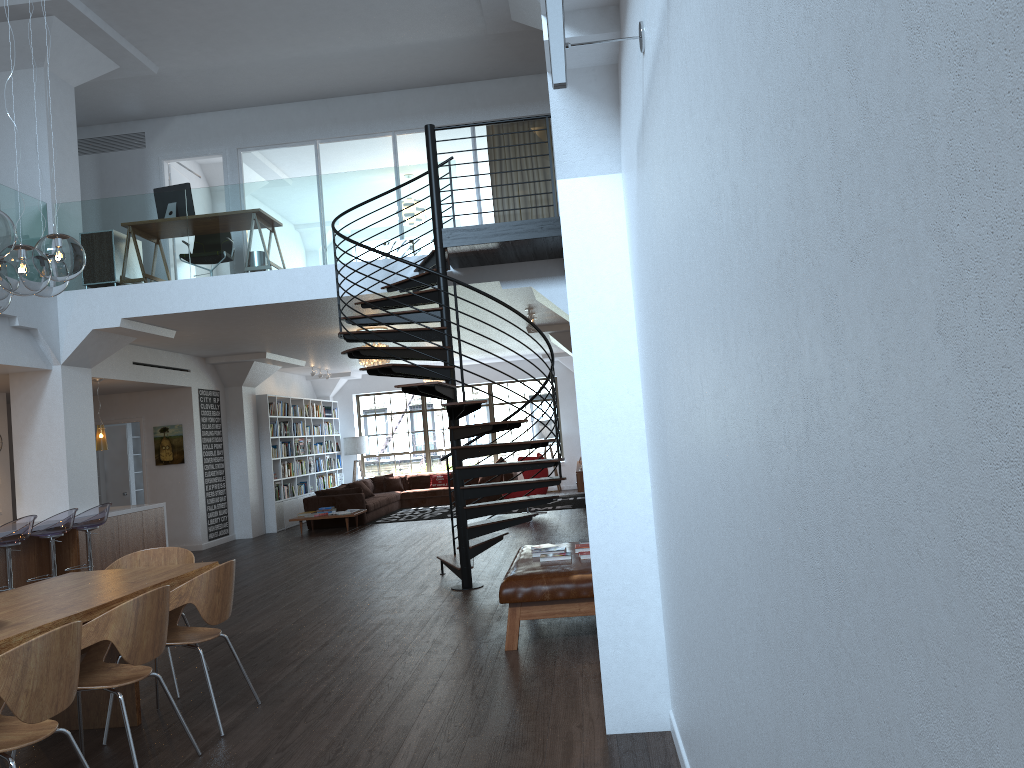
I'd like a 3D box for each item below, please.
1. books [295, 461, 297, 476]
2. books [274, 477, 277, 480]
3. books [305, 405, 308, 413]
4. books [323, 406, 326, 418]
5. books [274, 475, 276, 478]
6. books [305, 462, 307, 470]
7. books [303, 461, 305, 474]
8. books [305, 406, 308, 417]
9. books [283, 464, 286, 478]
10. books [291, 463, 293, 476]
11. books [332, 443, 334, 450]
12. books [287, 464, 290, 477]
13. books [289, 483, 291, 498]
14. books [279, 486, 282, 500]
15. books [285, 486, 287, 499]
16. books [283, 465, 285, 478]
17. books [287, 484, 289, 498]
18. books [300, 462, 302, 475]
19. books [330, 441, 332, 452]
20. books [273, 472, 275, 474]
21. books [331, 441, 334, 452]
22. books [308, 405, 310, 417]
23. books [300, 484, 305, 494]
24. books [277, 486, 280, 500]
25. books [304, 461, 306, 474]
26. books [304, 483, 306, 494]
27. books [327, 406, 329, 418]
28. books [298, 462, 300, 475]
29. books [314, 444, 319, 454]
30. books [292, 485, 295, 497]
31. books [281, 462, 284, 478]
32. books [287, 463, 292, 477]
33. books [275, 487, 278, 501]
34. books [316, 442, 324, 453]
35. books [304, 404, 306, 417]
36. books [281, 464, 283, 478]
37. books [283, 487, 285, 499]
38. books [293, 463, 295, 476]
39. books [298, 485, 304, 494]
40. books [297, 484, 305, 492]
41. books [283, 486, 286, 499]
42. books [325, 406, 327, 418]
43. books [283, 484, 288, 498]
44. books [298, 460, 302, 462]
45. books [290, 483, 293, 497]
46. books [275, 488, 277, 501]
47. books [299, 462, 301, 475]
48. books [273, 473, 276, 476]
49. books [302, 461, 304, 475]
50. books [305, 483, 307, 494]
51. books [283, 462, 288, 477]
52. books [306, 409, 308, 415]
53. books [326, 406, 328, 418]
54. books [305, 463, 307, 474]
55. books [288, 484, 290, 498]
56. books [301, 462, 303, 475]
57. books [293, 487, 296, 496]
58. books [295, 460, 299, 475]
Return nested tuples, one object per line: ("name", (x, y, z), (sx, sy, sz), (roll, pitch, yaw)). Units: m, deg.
("books", (-4.181, 1.604, 16.817), (0.198, 0.284, 0.066), (-5, -3, 4))
("books", (-4.281, 1.677, 15.691), (0.197, 0.035, 0.284), (-5, -3, -6))
("books", (-4.195, 0.553, 17.883), (0.160, 0.251, 0.031), (-5, -3, 4))
("books", (-4.111, 0.607, 19.085), (0.183, 0.253, 0.042), (-5, -3, 4))
("books", (-4.283, 1.643, 15.693), (0.197, 0.033, 0.284), (-4, -3, -21))
("books", (-4.129, 1.660, 17.449), (0.168, 0.231, 0.037), (-5, -3, 4))
("books", (-4.132, 1.642, 17.288), (0.160, 0.250, 0.026), (-5, -3, 4))
("books", (-4.202, 0.554, 17.747), (0.174, 0.236, 0.136), (-5, -3, 4))
("books", (-4.225, 1.594, 16.204), (0.171, 0.246, 0.057), (-5, -3, 4))
("books", (-4.196, 1.607, 16.561), (0.183, 0.253, 0.034), (-5, -3, 4))
("books", (-3.993, 1.394, 19.427), (0.161, 0.207, 0.135), (-5, -3, 4))
("books", (-4.206, 1.603, 16.412), (0.171, 0.246, 0.057), (-5, -3, 4))
("books", (-4.183, 1.972, 16.361), (0.180, 0.259, 0.042), (-5, -3, 4))
("books", (-4.221, 1.952, 15.851), (0.180, 0.251, 0.048), (-5, -3, 4))
("books", (-4.192, 1.979, 16.139), (0.161, 0.223, 0.033), (-5, -3, 4))
("books", (-4.232, 1.594, 16.158), (0.159, 0.241, 0.038), (-5, -3, 4))
("books", (-4.184, 1.975, 16.281), (0.171, 0.246, 0.039), (-5, -3, 4))
("books", (-4.151, 1.640, 17.124), (0.174, 0.240, 0.045), (-5, -3, 4))
("books", (-4.014, 1.364, 19.283), (0.183, 0.253, 0.042), (-5, -3, 4))
("books", (-4.290, 1.582, 15.696), (0.144, 0.025, 0.204), (-5, -3, -6))
("books", (-4.007, 1.378, 19.372), (0.174, 0.236, 0.142), (-5, -3, 4))
("books", (-4.186, 0.555, 17.948), (0.160, 0.251, 0.039), (-5, -3, 4))
("books", (-4.101, 2.045, 17.200), (0.139, 0.191, 0.036), (-5, -3, 4))
("books", (-4.228, 1.947, 15.769), (0.183, 0.253, 0.042), (-5, -3, 4))
("books", (-4.137, 1.644, 17.344), (0.183, 0.253, 0.034), (-5, -3, 4))
("books", (-4.094, 2.042, 17.259), (0.146, 0.202, 0.027), (-5, -3, 4))
("books", (-4.084, 0.617, 19.301), (0.183, 0.253, 0.042), (-5, -3, 4))
("books", (-4.159, 1.626, 16.969), (0.183, 0.253, 0.034), (-5, -3, 4))
("books", (-4.076, 1.341, 18.322), (0.140, 0.206, 0.042), (-5, -3, 4))
("books", (-4.163, 1.992, 16.536), (0.174, 0.236, 0.142), (-5, -3, 4))
("books", (-4.220, 1.560, 16.068), (0.140, 0.298, 0.044), (-5, -3, 4))
("books", (-4.202, 1.604, 16.494), (0.183, 0.253, 0.034), (-5, -3, 4))
("books", (-4.226, 1.948, 15.656), (0.174, 0.240, 0.054), (-5, -3, 4))
("books", (-4.047, 1.346, 18.690), (0.140, 0.231, 0.042), (-5, -3, 4))
("books", (-4.209, 0.540, 17.661), (0.183, 0.253, 0.042), (-5, -3, 4))
("books", (-4.239, 1.584, 16.018), (0.189, 0.247, 0.057), (-5, -3, 4))
("books", (-4.195, 1.975, 16.052), (0.161, 0.223, 0.032), (-5, -3, 4))
("books", (-4.184, 1.611, 16.663), (0.183, 0.253, 0.034), (-5, -3, 4))
("books", (-4.101, 2.050, 17.170), (0.128, 0.178, 0.021), (-5, -3, 4))
("books", (-4.105, 2.041, 17.233), (0.146, 0.202, 0.027), (-5, -3, 4))
("books", (-4.202, 1.974, 16.097), (0.176, 0.231, 0.053), (-5, -3, 4))
("books", (-4.102, 0.609, 19.128), (0.183, 0.253, 0.042), (-5, -3, 4))
("books", (-4.193, 1.967, 16.209), (0.183, 0.253, 0.042), (-5, -3, 4))
("books", (-4.146, 1.619, 17.199), (0.176, 0.290, 0.036), (-5, -3, 4))
("books", (-4.170, 1.979, 16.446), (0.183, 0.253, 0.042), (-5, -3, 4))
("books", (-4.230, 1.954, 15.613), (0.161, 0.223, 0.032), (-5, -3, 4))
("books", (-4.153, 1.627, 17.002), (0.183, 0.253, 0.034), (-5, -3, 4))
("books", (-4.289, 1.611, 15.690), (0.174, 0.032, 0.254), (-5, -3, -1))
("books", (-4.140, 1.636, 17.246), (0.180, 0.259, 0.060), (-5, -3, 4))
("books", (-4.092, 2.046, 17.341), (0.146, 0.202, 0.027), (-5, -3, 4))
("books", (-4.223, 1.576, 16.288), (0.176, 0.290, 0.053), (-5, -3, 4))
("books", (-4.188, 0.570, 17.800), (0.161, 0.207, 0.130), (-5, -3, 4))
("books", (-4.097, 0.613, 19.215), (0.183, 0.253, 0.042), (-5, -3, 4))
("books", (-4.119, 1.662, 17.416), (0.161, 0.223, 0.026), (-5, -3, 4))
("books", (-4.183, 1.975, 16.321), (0.160, 0.251, 0.039), (-5, -3, 4))
("books", (-4.138, 1.635, 17.163), (0.183, 0.253, 0.034), (-5, -3, 4))
("books", (-4.150, 2.009, 16.591), (0.161, 0.207, 0.135), (-5, -3, 4))
("books", (-4.165, 1.605, 16.927), (0.176, 0.290, 0.053), (-5, -3, 4))
